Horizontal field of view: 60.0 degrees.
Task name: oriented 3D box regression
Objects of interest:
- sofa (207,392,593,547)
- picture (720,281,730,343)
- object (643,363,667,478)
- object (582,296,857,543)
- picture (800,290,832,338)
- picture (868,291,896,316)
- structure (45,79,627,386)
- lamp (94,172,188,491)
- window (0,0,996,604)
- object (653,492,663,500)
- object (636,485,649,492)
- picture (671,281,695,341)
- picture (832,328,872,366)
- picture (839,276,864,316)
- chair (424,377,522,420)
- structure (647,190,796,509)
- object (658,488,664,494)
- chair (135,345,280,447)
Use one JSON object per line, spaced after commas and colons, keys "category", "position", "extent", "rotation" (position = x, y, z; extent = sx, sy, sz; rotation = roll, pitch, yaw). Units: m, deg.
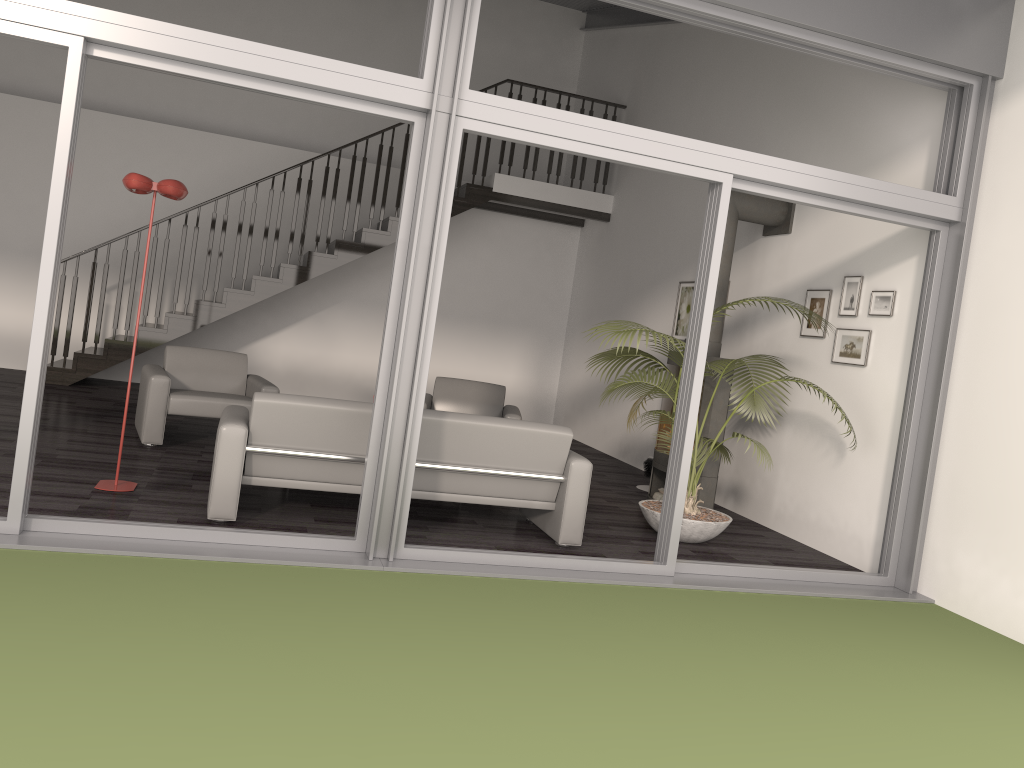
{"category": "sofa", "position": [-0.661, 0.455, 5.290], "extent": [2.112, 0.717, 0.904], "rotation": [7, 3, -17]}
{"category": "picture", "position": [1.816, -0.645, 8.000], "extent": [0.026, 0.577, 0.395], "rotation": [8, 2, -17]}
{"category": "object", "position": [1.270, 0.322, 7.758], "extent": [0.079, 1.019, 0.166], "rotation": [9, 2, 35]}
{"category": "object", "position": [1.135, 0.191, 5.997], "extent": [2.115, 1.665, 1.723], "rotation": [7, 3, -22]}
{"category": "picture", "position": [2.244, -0.521, 6.542], "extent": [0.015, 0.352, 0.289], "rotation": [8, 2, -17]}
{"category": "picture", "position": [2.451, -0.534, 5.868], "extent": [0.015, 0.166, 0.222], "rotation": [8, 3, -17]}
{"category": "structure", "position": [-1.676, -1.709, 10.422], "extent": [6.333, 4.091, 1.002], "rotation": [7, 2, -17]}
{"category": "lamp", "position": [-2.163, -0.295, 5.103], "extent": [0.353, 1.787, 0.365], "rotation": [8, 1, -17]}
{"category": "window", "position": [-1.969, -1.039, 3.897], "extent": [9.731, 3.469, 0.386], "rotation": [7, 2, -17]}
{"category": "object", "position": [1.218, 0.929, 7.060], "extent": [0.092, 0.082, 0.267], "rotation": [7, 3, -16]}
{"category": "object", "position": [1.378, 0.387, 7.814], "extent": [0.401, 1.125, 0.400], "rotation": [9, 2, 33]}
{"category": "picture", "position": [1.667, -0.698, 8.514], "extent": [0.026, 0.577, 0.395], "rotation": [8, 2, -17]}
{"category": "picture", "position": [2.339, -0.257, 6.111], "extent": [0.015, 0.244, 0.360], "rotation": [8, 3, -17]}
{"category": "picture", "position": [2.365, -0.613, 6.185], "extent": [0.015, 0.280, 0.191], "rotation": [8, 2, -17]}
{"category": "chair", "position": [-0.412, 0.344, 7.697], "extent": [0.963, 0.717, 0.911], "rotation": [8, 3, -2]}
{"category": "structure", "position": [1.856, -0.288, 7.163], "extent": [1.114, 2.672, 0.820], "rotation": [8, 2, -17]}
{"category": "object", "position": [1.257, 0.885, 7.097], "extent": [0.072, 0.068, 0.258], "rotation": [7, 3, -18]}
{"category": "chair", "position": [-2.384, 0.108, 6.947], "extent": [0.961, 0.717, 0.913], "rotation": [7, 3, -27]}
